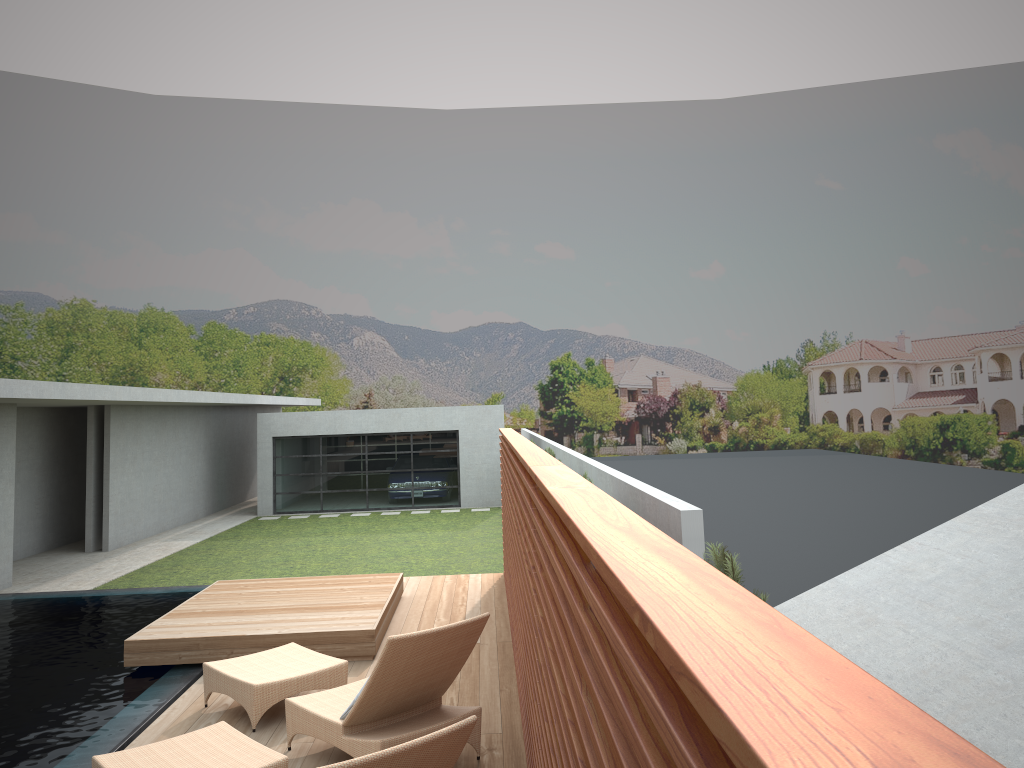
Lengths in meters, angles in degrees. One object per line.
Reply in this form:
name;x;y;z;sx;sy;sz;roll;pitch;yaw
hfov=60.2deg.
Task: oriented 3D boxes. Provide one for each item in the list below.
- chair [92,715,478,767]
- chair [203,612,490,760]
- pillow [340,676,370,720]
chair;-1.126;1.724;3.905;0.699;0.834;2.282;2;-4;-42
chair;-1.130;1.769;5.576;0.699;0.834;2.283;2;-4;-43
pillow;-0.608;1.665;5.032;0.607;0.431;0.424;1;-5;-44
